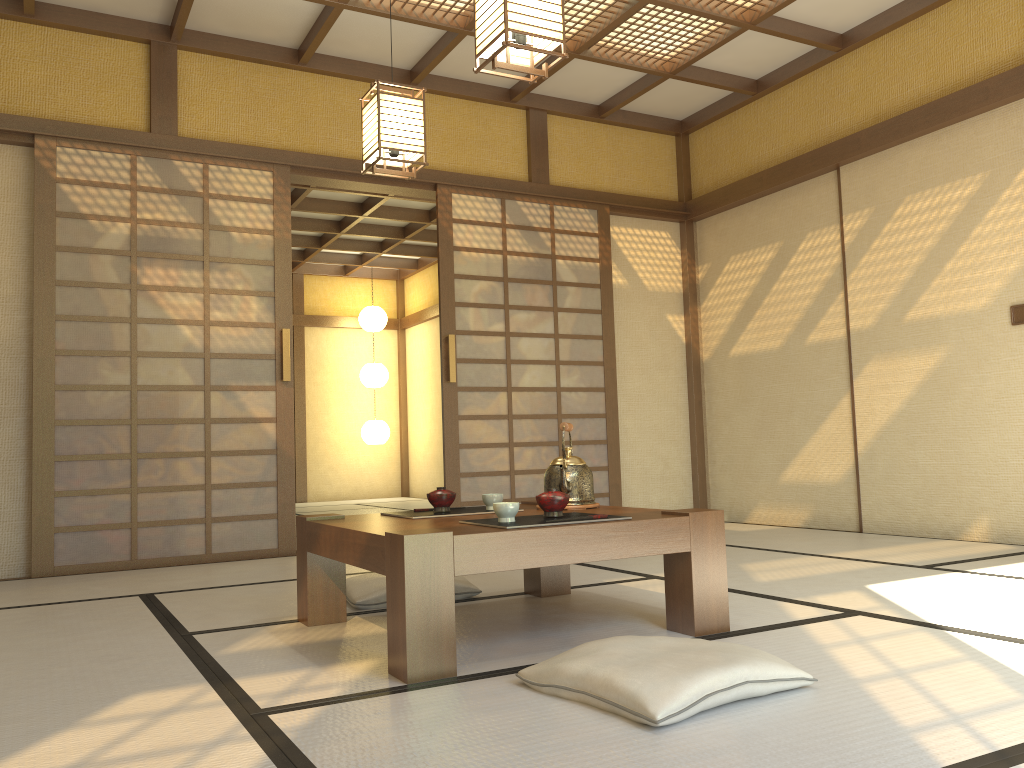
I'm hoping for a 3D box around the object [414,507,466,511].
[{"bbox_3d":[-0.253,0.438,3.123,0.200,0.008,0.008,1,-5,-30],"label":"object"}]

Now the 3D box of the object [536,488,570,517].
[{"bbox_3d":[0.119,0.345,2.585,0.100,0.080,0.100,0,-5,-28],"label":"object"}]

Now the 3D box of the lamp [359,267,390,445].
[{"bbox_3d":[-1.736,-0.386,11.138,0.363,2.297,0.363,-1,-5,-16],"label":"lamp"}]

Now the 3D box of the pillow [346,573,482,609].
[{"bbox_3d":[-0.434,0.785,3.450,0.486,0.107,0.496,0,-5,-24],"label":"pillow"}]

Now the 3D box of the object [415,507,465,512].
[{"bbox_3d":[-0.249,0.437,3.111,0.200,0.008,0.008,1,-5,-35],"label":"object"}]

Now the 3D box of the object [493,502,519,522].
[{"bbox_3d":[-0.016,0.358,2.476,0.074,0.052,0.073,-3,-5,15],"label":"object"}]

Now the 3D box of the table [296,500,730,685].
[{"bbox_3d":[-0.049,0.582,2.786,1.000,0.350,1.000,0,-5,-28],"label":"table"}]

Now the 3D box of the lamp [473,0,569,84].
[{"bbox_3d":[0.009,-1.583,2.958,0.240,1.129,0.240,0,-5,-28],"label":"lamp"}]

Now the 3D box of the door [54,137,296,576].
[{"bbox_3d":[-1.820,-0.155,4.853,1.230,2.265,0.076,0,-5,-28],"label":"door"}]

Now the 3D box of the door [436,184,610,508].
[{"bbox_3d":[0.087,-0.142,5.877,1.230,2.265,0.076,0,-5,-28],"label":"door"}]

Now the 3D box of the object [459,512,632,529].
[{"bbox_3d":[0.092,0.388,2.533,0.400,0.007,0.300,0,-5,-28],"label":"object"}]

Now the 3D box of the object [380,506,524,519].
[{"bbox_3d":[-0.207,0.435,3.015,0.400,0.007,0.300,0,-5,-28],"label":"object"}]

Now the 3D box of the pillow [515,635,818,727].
[{"bbox_3d":[0.340,0.648,2.011,0.496,0.107,0.486,1,-5,-35],"label":"pillow"}]

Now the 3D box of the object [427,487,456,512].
[{"bbox_3d":[-0.237,0.388,2.989,0.100,0.080,0.100,0,-5,-28],"label":"object"}]

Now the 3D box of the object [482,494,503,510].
[{"bbox_3d":[-0.065,0.402,3.023,0.074,0.052,0.073,-3,-5,15],"label":"object"}]

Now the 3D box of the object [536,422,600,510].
[{"bbox_3d":[0.190,0.281,3.074,0.219,0.296,0.226,1,-5,-33],"label":"object"}]

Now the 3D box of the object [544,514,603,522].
[{"bbox_3d":[0.173,0.373,2.470,0.200,0.008,0.008,1,-5,-32],"label":"object"}]

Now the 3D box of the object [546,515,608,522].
[{"bbox_3d":[0.180,0.372,2.453,0.200,0.008,0.008,0,-5,-28],"label":"object"}]

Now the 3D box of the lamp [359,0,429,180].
[{"bbox_3d":[-0.541,-1.486,3.981,0.240,1.129,0.240,0,-5,-28],"label":"lamp"}]
